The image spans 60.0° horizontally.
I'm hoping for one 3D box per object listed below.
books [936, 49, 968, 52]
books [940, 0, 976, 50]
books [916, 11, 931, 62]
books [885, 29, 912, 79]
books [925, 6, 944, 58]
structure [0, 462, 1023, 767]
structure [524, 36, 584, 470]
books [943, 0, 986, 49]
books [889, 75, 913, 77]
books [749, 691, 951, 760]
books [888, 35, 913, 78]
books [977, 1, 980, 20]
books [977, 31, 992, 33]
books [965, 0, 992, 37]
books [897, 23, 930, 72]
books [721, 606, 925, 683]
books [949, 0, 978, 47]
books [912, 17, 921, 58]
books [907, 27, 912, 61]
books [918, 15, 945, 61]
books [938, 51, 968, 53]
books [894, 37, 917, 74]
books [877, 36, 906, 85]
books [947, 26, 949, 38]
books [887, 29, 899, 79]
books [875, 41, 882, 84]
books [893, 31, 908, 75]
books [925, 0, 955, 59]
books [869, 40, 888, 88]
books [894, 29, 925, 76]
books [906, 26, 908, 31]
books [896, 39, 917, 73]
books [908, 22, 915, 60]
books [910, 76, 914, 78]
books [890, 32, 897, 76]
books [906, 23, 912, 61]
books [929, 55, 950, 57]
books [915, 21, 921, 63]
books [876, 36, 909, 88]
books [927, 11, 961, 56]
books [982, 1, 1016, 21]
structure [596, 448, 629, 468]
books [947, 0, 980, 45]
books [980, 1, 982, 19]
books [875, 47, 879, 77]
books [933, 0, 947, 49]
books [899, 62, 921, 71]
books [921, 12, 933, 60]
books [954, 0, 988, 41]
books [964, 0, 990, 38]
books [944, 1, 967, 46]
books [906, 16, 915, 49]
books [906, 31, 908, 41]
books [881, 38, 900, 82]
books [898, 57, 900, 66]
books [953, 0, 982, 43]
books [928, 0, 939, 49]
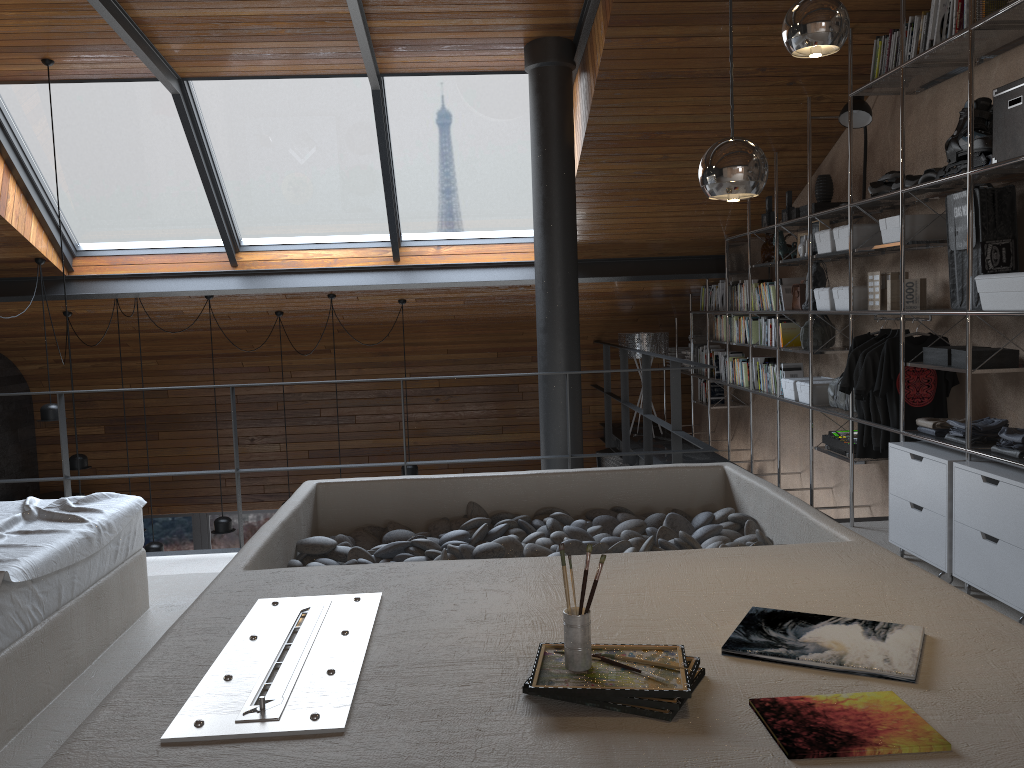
[{"bbox_3d":[1.982,-1.602,3.964,0.170,0.214,0.065,-2,5,-2],"label":"books"},{"bbox_3d":[2.006,-1.615,3.924,0.191,0.249,0.077,-2,5,-3],"label":"books"},{"bbox_3d":[1.956,-1.614,4.119,0.133,0.215,0.070,-2,5,-3],"label":"books"},{"bbox_3d":[1.945,-1.649,4.433,0.143,0.233,0.081,-2,5,-3],"label":"books"},{"bbox_3d":[1.961,-1.609,4.050,0.117,0.218,0.073,-2,5,-3],"label":"books"},{"bbox_3d":[-1.240,0.552,2.430,4.614,1.120,2.634,-2,5,-3],"label":"structure"},{"bbox_3d":[0.351,0.675,5.621,1.197,5.699,1.689,-2,5,-3],"label":"structure"},{"bbox_3d":[2.012,-1.612,3.913,0.191,0.244,0.075,-2,5,-3],"label":"books"},{"bbox_3d":[1.947,-1.627,4.384,0.139,0.199,0.074,-2,5,-3],"label":"books"},{"bbox_3d":[0.533,0.545,1.424,0.251,0.013,0.188,-2,5,-3],"label":"books"},{"bbox_3d":[1.939,-1.628,4.402,0.127,0.197,0.063,-2,5,-3],"label":"books"},{"bbox_3d":[1.979,-1.584,3.655,0.129,0.231,0.010,-2,5,-3],"label":"books"},{"bbox_3d":[1.987,-1.575,3.702,0.148,0.206,0.018,-2,5,-3],"label":"books"},{"bbox_3d":[1.993,-1.594,3.760,0.148,0.234,0.013,-2,5,-3],"label":"books"},{"bbox_3d":[1.956,-1.630,4.299,0.161,0.220,0.074,-2,5,-3],"label":"books"},{"bbox_3d":[0.624,0.512,1.770,0.347,0.019,0.260,1,5,28],"label":"books"},{"bbox_3d":[1.989,-1.609,3.897,0.148,0.229,0.073,-2,5,-3],"label":"books"},{"bbox_3d":[1.954,-1.612,4.163,0.131,0.202,0.068,-2,5,-3],"label":"books"},{"bbox_3d":[1.937,-1.600,4.209,0.112,0.173,0.054,-2,5,-3],"label":"books"},{"bbox_3d":[1.960,-1.602,4.108,0.126,0.194,0.064,-2,5,-3],"label":"books"},{"bbox_3d":[1.980,-1.602,3.974,0.164,0.214,0.066,-2,5,-3],"label":"books"},{"bbox_3d":[1.934,-1.608,4.342,0.119,0.169,0.058,-2,5,-3],"label":"books"},{"bbox_3d":[1.953,-1.654,4.530,0.148,0.229,0.073,-2,5,-3],"label":"books"},{"bbox_3d":[1.983,-1.592,3.883,0.137,0.197,0.063,-2,5,-3],"label":"books"},{"bbox_3d":[1.950,-1.644,4.419,0.129,0.226,0.069,-2,5,-3],"label":"books"},{"bbox_3d":[1.945,-1.649,4.546,0.149,0.202,0.067,-2,5,-4],"label":"books"},{"bbox_3d":[1.938,-1.623,4.350,0.127,0.197,0.063,-2,5,-3],"label":"books"},{"bbox_3d":[1.978,-1.632,4.061,0.143,0.264,0.088,-2,5,-3],"label":"books"},{"bbox_3d":[1.938,-1.659,4.595,0.148,0.229,0.073,-2,5,-3],"label":"books"},{"bbox_3d":[1.964,-1.635,4.369,0.177,0.214,0.064,-2,5,-3],"label":"books"},{"bbox_3d":[1.936,-1.616,4.269,0.111,0.194,0.059,-2,5,-3],"label":"books"},{"bbox_3d":[1.944,-1.624,4.320,0.125,0.204,0.072,-2,5,-3],"label":"books"},{"bbox_3d":[1.950,-1.609,4.193,0.138,0.189,0.065,-2,5,-3],"label":"books"},{"bbox_3d":[1.954,-1.631,4.413,0.130,0.201,0.063,-2,5,-3],"label":"books"},{"bbox_3d":[1.930,-1.624,4.360,0.127,0.197,0.063,-2,5,-3],"label":"books"},{"bbox_3d":[1.933,-1.611,4.214,0.111,0.194,0.059,-2,5,-3],"label":"books"},{"bbox_3d":[1.975,-1.599,4.040,0.137,0.197,0.063,-2,5,-3],"label":"books"},{"bbox_3d":[1.961,-1.605,4.150,0.120,0.186,0.064,-2,5,-3],"label":"books"},{"bbox_3d":[1.975,-1.672,4.605,0.206,0.249,0.074,-2,5,-3],"label":"books"},{"bbox_3d":[1.971,-1.604,4.017,0.155,0.212,0.073,-2,5,-3],"label":"books"},{"bbox_3d":[1.993,-1.568,3.628,0.129,0.203,0.021,-2,5,-3],"label":"books"},{"bbox_3d":[1.221,1.022,9.330,0.488,0.735,0.461,-6,6,-43],"label":"structure"},{"bbox_3d":[1.976,-1.600,3.856,0.148,0.233,0.053,-2,5,-3],"label":"books"},{"bbox_3d":[1.989,-1.558,3.646,0.131,0.181,0.014,-2,5,-3],"label":"books"},{"bbox_3d":[1.938,-1.638,4.561,0.131,0.178,0.057,-2,5,-4],"label":"books"},{"bbox_3d":[1.956,-1.612,3.935,0.148,0.229,0.073,-2,5,-3],"label":"books"},{"bbox_3d":[1.932,-1.606,4.281,0.112,0.173,0.054,-2,5,-3],"label":"books"},{"bbox_3d":[1.959,-1.605,4.090,0.123,0.201,0.071,-2,5,-3],"label":"books"},{"bbox_3d":[1.983,-1.580,3.808,0.143,0.199,0.054,-2,5,-3],"label":"books"},{"bbox_3d":[1.997,-1.582,3.775,0.148,0.206,0.014,-2,5,-3],"label":"books"},{"bbox_3d":[1.974,-1.583,3.897,0.131,0.178,0.057,-2,5,-3],"label":"books"},{"bbox_3d":[1.939,-1.627,4.223,0.122,0.227,0.076,-2,5,-3],"label":"books"},{"bbox_3d":[1.929,-1.602,4.254,0.111,0.171,0.056,-2,5,-3],"label":"books"},{"bbox_3d":[1.938,-1.636,4.479,0.130,0.202,0.063,-2,5,-3],"label":"books"},{"bbox_3d":[1.937,-1.610,4.290,0.117,0.180,0.059,-2,5,-3],"label":"books"},{"bbox_3d":[1.983,-1.600,3.834,0.148,0.234,0.033,-2,5,-3],"label":"books"},{"bbox_3d":[1.953,-1.615,3.980,0.148,0.229,0.073,-2,5,-3],"label":"books"}]
